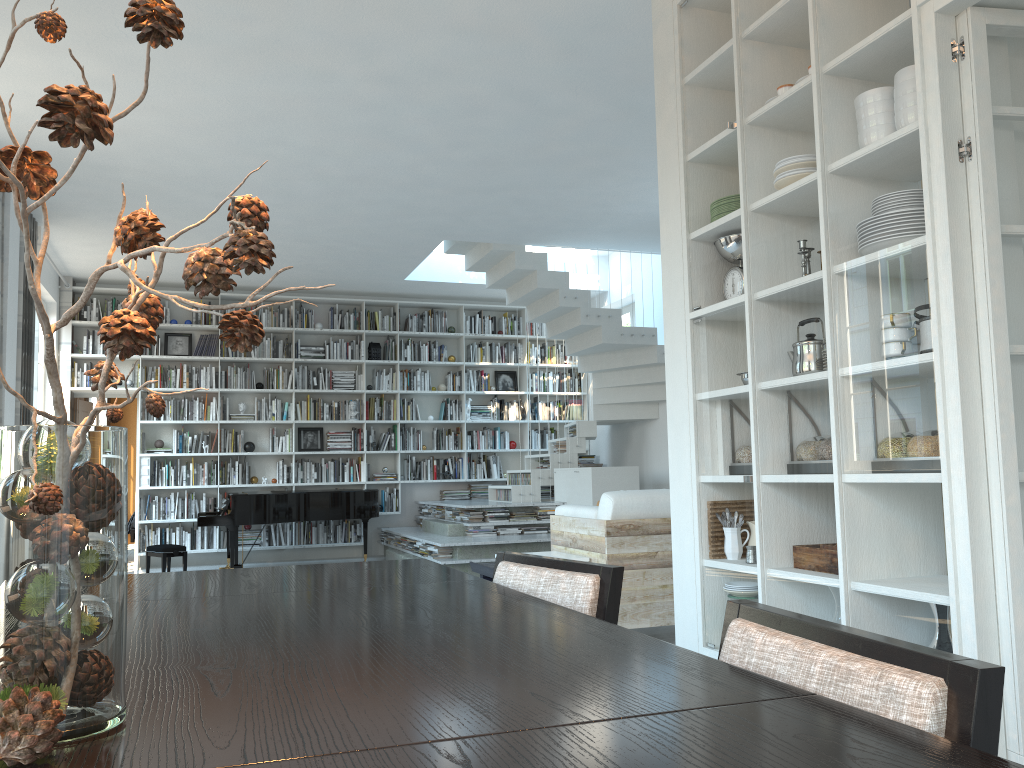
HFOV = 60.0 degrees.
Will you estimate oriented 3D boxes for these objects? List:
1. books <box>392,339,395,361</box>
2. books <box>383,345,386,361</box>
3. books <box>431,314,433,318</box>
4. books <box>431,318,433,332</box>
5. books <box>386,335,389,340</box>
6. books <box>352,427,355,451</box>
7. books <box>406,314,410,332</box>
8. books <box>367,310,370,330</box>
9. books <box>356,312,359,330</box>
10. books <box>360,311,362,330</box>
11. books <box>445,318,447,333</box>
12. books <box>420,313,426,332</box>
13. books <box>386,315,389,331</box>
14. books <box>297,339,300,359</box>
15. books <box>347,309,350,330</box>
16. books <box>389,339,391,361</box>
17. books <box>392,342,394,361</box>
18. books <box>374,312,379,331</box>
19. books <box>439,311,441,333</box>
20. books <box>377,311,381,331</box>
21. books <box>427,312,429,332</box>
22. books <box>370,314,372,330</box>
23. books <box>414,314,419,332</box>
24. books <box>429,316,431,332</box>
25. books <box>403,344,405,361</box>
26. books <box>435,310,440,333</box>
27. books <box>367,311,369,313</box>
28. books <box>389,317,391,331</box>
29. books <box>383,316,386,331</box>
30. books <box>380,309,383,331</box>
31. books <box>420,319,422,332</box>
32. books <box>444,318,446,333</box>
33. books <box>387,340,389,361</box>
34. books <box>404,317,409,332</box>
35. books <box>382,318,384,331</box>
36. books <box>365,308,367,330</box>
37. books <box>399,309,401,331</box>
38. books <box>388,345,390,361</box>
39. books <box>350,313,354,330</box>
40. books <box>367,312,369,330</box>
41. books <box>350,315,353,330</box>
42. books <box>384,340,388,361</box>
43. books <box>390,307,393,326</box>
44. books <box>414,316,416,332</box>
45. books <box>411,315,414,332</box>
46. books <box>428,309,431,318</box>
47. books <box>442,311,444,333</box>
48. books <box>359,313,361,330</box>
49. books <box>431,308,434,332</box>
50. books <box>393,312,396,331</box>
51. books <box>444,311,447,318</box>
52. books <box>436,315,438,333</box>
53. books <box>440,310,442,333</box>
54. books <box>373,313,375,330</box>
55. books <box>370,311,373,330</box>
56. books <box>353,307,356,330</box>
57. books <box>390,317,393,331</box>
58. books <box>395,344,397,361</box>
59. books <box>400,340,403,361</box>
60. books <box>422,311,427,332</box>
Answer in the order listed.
[{"bbox_3d":[-1.483,-0.409,11.113,0.005,0.291,0.130,1,-6,-19],"label":"books"},{"bbox_3d":[-1.591,-0.372,11.067,0.019,0.213,0.156,1,-6,-19],"label":"books"},{"bbox_3d":[-1.029,-0.748,11.288,0.008,0.250,0.170,1,-6,-19],"label":"books"},{"bbox_3d":[-1.036,-0.725,11.267,0.018,0.200,0.188,1,-6,-19],"label":"books"},{"bbox_3d":[-1.561,-0.434,11.080,0.025,0.339,0.143,1,-6,-19],"label":"books"},{"bbox_3d":[-1.943,0.680,10.857,0.011,0.298,0.130,1,-6,-19],"label":"books"},{"bbox_3d":[-1.309,-0.749,11.187,0.009,0.244,0.173,1,-6,-19],"label":"books"},{"bbox_3d":[-1.788,-0.771,11.032,0.007,0.279,0.150,1,-6,-19],"label":"books"},{"bbox_3d":[-1.926,-0.756,10.978,0.028,0.243,0.161,1,-6,-19],"label":"books"},{"bbox_3d":[-1.879,-0.761,11.004,0.022,0.257,0.137,1,-6,-19],"label":"books"},{"bbox_3d":[-0.861,-0.725,11.340,0.014,0.208,0.188,1,-6,-19],"label":"books"},{"bbox_3d":[-1.131,-0.755,11.236,0.028,0.258,0.185,1,-6,-19],"label":"books"},{"bbox_3d":[-1.571,-0.738,11.085,0.031,0.213,0.170,1,-6,-19],"label":"books"},{"bbox_3d":[-2.576,-0.404,10.696,0.021,0.249,0.192,1,-6,-19],"label":"books"},{"bbox_3d":[-2.021,-0.772,10.928,0.010,0.270,0.180,1,-6,-19],"label":"books"},{"bbox_3d":[-1.539,-0.411,11.062,0.021,0.287,0.179,1,-6,-19],"label":"books"},{"bbox_3d":[-1.495,-0.391,11.071,0.013,0.248,0.186,1,-6,-19],"label":"books"},{"bbox_3d":[-1.694,-0.760,11.047,0.054,0.254,0.191,1,-6,-19],"label":"books"},{"bbox_3d":[-0.932,-0.770,11.333,0.019,0.299,0.137,1,-6,-19],"label":"books"},{"bbox_3d":[-1.662,-0.767,11.081,0.030,0.274,0.151,1,-6,-19],"label":"books"},{"bbox_3d":[-1.081,-0.764,11.286,0.007,0.285,0.159,1,-6,-19],"label":"books"},{"bbox_3d":[-1.766,-0.763,11.029,0.034,0.260,0.157,1,-6,-19],"label":"books"},{"bbox_3d":[-1.215,-0.752,11.229,0.030,0.255,0.161,1,-6,-19],"label":"books"},{"bbox_3d":[-1.062,-0.739,11.270,0.018,0.230,0.160,1,-6,-19],"label":"books"},{"bbox_3d":[-1.370,-0.380,11.145,0.012,0.239,0.139,1,-6,-19],"label":"books"},{"bbox_3d":[-0.953,-0.775,11.314,0.008,0.306,0.183,1,-6,-19],"label":"books"},{"bbox_3d":[-1.791,-0.763,11.018,0.006,0.259,0.166,1,-6,-19],"label":"books"},{"bbox_3d":[-1.551,-0.730,11.113,0.025,0.203,0.162,1,-6,-19],"label":"books"},{"bbox_3d":[-1.598,-0.732,11.079,0.024,0.201,0.180,1,-6,-19],"label":"books"},{"bbox_3d":[-1.637,-0.780,11.072,0.010,0.297,0.167,1,-6,-19],"label":"books"},{"bbox_3d":[-1.172,-0.717,11.262,0.031,0.190,0.132,1,-6,-19],"label":"books"},{"bbox_3d":[-0.879,-0.727,11.343,0.018,0.214,0.158,1,-6,-19],"label":"books"},{"bbox_3d":[-1.563,-0.402,11.060,0.022,0.271,0.181,1,-6,-19],"label":"books"},{"bbox_3d":[-1.332,-0.730,11.170,0.046,0.206,0.183,1,-6,-19],"label":"books"},{"bbox_3d":[-1.620,-0.721,11.070,0.022,0.179,0.173,1,-6,-19],"label":"books"},{"bbox_3d":[-1.820,-0.782,11.014,0.007,0.298,0.181,1,-6,-19],"label":"books"},{"bbox_3d":[-1.427,-0.781,11.137,0.019,0.304,0.176,1,-6,-19],"label":"books"},{"bbox_3d":[-1.555,-0.373,11.076,0.024,0.217,0.169,1,-6,-19],"label":"books"},{"bbox_3d":[-1.982,-0.750,10.980,0.026,0.233,0.137,1,-6,-19],"label":"books"},{"bbox_3d":[-1.792,-0.754,11.001,0.007,0.239,0.191,1,-6,-19],"label":"books"},{"bbox_3d":[-1.991,-0.739,10.928,0.023,0.202,0.193,1,-6,-19],"label":"books"},{"bbox_3d":[-1.574,-0.404,11.042,0.021,0.272,0.190,1,-6,-19],"label":"books"},{"bbox_3d":[-1.517,-0.792,11.141,0.012,0.329,0.128,1,-6,-19],"label":"books"},{"bbox_3d":[-1.242,-0.738,11.219,0.028,0.226,0.163,1,-6,-19],"label":"books"},{"bbox_3d":[-1.267,-0.741,11.196,0.013,0.229,0.174,1,-6,-19],"label":"books"},{"bbox_3d":[-1.054,-0.779,11.283,0.006,0.312,0.179,1,-6,-19],"label":"books"},{"bbox_3d":[-0.900,-0.769,11.332,0.013,0.296,0.188,1,-6,-19],"label":"books"},{"bbox_3d":[-1.893,-0.753,10.991,0.014,0.238,0.153,1,-6,-19],"label":"books"},{"bbox_3d":[-1.022,-0.787,11.293,0.007,0.329,0.184,1,-6,-19],"label":"books"},{"bbox_3d":[-1.486,-0.756,11.114,0.029,0.252,0.186,1,-6,-19],"label":"books"},{"bbox_3d":[-0.853,-0.773,11.348,0.006,0.306,0.163,1,-6,-19],"label":"books"},{"bbox_3d":[-0.970,-0.747,11.314,0.024,0.252,0.150,1,-6,-19],"label":"books"},{"bbox_3d":[-0.925,-0.779,11.355,0.008,0.321,0.133,1,-6,-19],"label":"books"},{"bbox_3d":[-1.732,-0.750,11.029,0.015,0.233,0.171,1,-6,-19],"label":"books"},{"bbox_3d":[-1.749,-0.762,11.044,0.008,0.262,0.142,1,-6,-19],"label":"books"},{"bbox_3d":[-1.948,-0.787,10.982,0.012,0.308,0.138,1,-6,-19],"label":"books"},{"bbox_3d":[-1.527,-0.726,11.114,0.022,0.194,0.182,1,-6,-19],"label":"books"},{"bbox_3d":[-1.465,-0.373,11.079,0.008,0.213,0.224,1,-6,-19],"label":"books"},{"bbox_3d":[-1.387,-0.405,11.126,0.012,0.285,0.159,1,-6,-19],"label":"books"},{"bbox_3d":[-1.115,-0.769,11.268,0.024,0.292,0.167,1,-6,-19],"label":"books"}]
